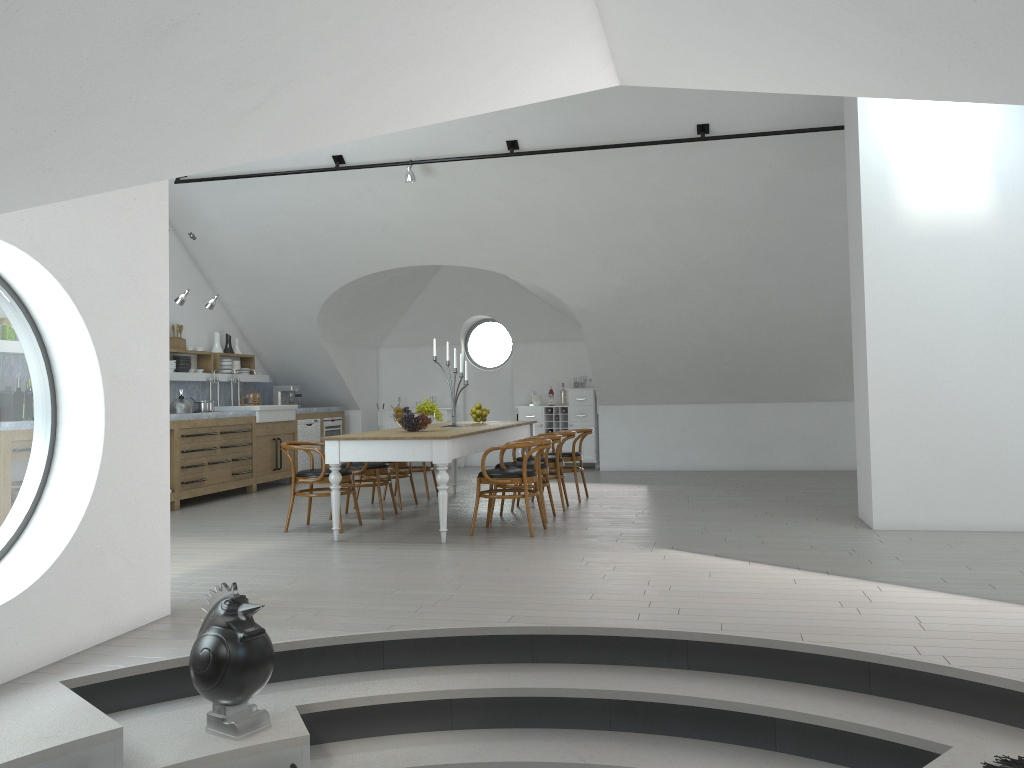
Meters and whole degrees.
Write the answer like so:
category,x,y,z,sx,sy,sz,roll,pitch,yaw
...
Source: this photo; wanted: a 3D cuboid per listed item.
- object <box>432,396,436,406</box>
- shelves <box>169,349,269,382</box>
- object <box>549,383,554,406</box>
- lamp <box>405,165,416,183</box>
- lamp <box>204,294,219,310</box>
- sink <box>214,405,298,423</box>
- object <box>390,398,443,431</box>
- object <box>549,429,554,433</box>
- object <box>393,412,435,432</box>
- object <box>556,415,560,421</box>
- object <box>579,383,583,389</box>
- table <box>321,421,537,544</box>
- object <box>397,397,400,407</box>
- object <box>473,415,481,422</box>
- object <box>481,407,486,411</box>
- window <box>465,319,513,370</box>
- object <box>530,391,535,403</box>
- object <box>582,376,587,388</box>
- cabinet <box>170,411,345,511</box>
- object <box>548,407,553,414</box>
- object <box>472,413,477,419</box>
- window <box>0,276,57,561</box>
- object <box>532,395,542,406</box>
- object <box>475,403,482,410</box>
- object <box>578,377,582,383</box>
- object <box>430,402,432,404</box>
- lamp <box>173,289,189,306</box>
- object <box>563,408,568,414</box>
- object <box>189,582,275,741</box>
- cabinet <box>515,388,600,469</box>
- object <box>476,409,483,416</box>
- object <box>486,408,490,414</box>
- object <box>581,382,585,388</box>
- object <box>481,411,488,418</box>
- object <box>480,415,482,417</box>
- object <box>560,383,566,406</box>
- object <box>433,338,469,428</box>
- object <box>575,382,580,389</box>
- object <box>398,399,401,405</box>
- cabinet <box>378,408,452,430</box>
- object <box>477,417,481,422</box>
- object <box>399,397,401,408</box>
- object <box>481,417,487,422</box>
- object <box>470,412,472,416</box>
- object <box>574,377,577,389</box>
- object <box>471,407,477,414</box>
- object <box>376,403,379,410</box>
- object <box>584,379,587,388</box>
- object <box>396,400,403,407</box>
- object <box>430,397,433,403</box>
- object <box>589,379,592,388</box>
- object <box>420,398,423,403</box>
category,x,y,z,sx,sy,sz,roll,pitch,yaw
object,-1.160,0.274,13.253,0.063,0.187,0.063,-1,-2,-2
shelves,-3.972,-0.725,9.646,0.480,1.363,5.545,-1,-1,7
object,0.577,0.155,13.014,0.081,0.330,0.081,-2,-2,9
lamp,-1.042,-2.156,9.109,0.112,0.175,0.114,0,-2,-24
lamp,-3.319,-0.902,9.799,0.169,0.176,0.112,-1,-2,5
sink,-3.223,0.372,11.036,0.727,0.202,1.020,-1,-1,13
object,-0.807,0.261,7.485,0.394,0.284,0.292,-1,-2,-23
object,0.619,0.693,12.955,0.156,0.085,0.331,-1,-1,14
object,-0.827,0.324,7.502,0.360,0.160,0.359,-1,-1,-7
object,0.685,0.497,12.951,0.085,0.085,0.330,-2,-1,12
object,0.993,0.028,12.898,0.077,0.085,0.077,-2,-2,21
table,-0.581,0.805,8.257,1.018,0.800,3.346,-1,-1,13
object,-1.729,0.282,13.514,0.039,0.175,0.054,-2,-2,13
object,-0.370,0.360,9.303,0.080,0.074,0.078,0,-2,-32
object,-0.297,0.271,9.272,0.058,0.057,0.053,-2,-2,27
window,-0.337,-0.611,13.756,0.899,0.901,0.060,-2,-2,13
object,0.312,0.204,13.276,0.115,0.209,0.065,-2,-2,15
object,1.068,-0.023,13.035,0.063,0.187,0.063,-1,-2,-1
cabinet,-3.604,0.895,9.950,1.003,1.023,6.424,-2,-1,13
object,0.583,0.388,12.971,0.092,0.094,0.359,-2,-1,13
object,-0.390,0.335,9.232,0.059,0.056,0.059,-1,-1,7
window,-2.363,0.145,3.486,0.104,1.472,1.469,-2,-2,13
object,0.361,0.245,13.034,0.154,0.160,0.158,-2,-2,41
object,-0.351,0.233,9.278,0.072,0.074,0.072,-2,-2,13
object,1.004,-0.018,13.030,0.054,0.179,0.054,-1,-2,7
object,-1.228,0.320,13.227,0.071,0.099,0.071,-2,-2,36
lamp,-3.451,-0.902,9.237,0.164,0.178,0.115,-2,-2,31
object,0.784,0.388,12.917,0.087,0.085,0.359,-2,-1,13
object,-1.091,1.056,3.454,0.320,0.563,0.320,-1,-2,-14
cabinet,0.693,0.652,12.993,1.242,1.155,0.609,-2,-2,13
object,-0.341,0.296,9.210,0.071,0.064,0.072,-1,-1,6
object,-0.263,0.287,9.317,0.063,0.063,0.062,0,-2,-25
object,1.038,0.021,12.967,0.071,0.099,0.071,-2,-2,21
object,-0.286,0.315,9.239,0.071,0.072,0.070,-1,-2,-23
object,-0.313,0.311,9.343,0.076,0.076,0.077,-1,-2,-20
object,0.751,0.151,12.969,0.085,0.331,0.085,0,-3,-28
object,-0.571,-0.028,8.456,0.265,0.876,0.774,-1,-2,-13
object,0.946,0.018,12.826,0.082,0.105,0.081,0,-2,-39
object,-1.717,0.297,13.514,0.097,0.137,0.029,-2,-2,16
cabinet,-1.423,0.766,13.274,1.134,0.790,0.496,-1,-2,13
object,-0.343,0.373,9.240,0.050,0.050,0.051,-2,-2,16
object,-1.701,0.283,13.493,0.039,0.164,0.024,-2,-3,26
object,-0.296,0.365,9.292,0.063,0.063,0.064,-2,-2,24
object,-0.410,0.311,9.314,0.062,0.059,0.062,-2,-2,17
object,0.926,-0.013,12.906,0.048,0.169,0.048,1,-3,-45
object,-0.396,0.281,9.259,0.066,0.071,0.072,-1,-2,-18
object,-1.993,0.422,13.314,0.088,0.269,0.029,-1,-2,-14
object,1.071,-0.005,12.877,0.046,0.143,0.046,-2,-2,24
object,-1.719,0.317,13.506,0.101,0.138,0.067,-2,-2,13
object,-1.208,0.280,13.295,0.054,0.179,0.054,-1,-2,-10
object,1.142,-0.007,12.894,0.046,0.143,0.046,-2,-2,24
object,-1.351,0.287,13.262,0.048,0.169,0.048,-1,-2,0
